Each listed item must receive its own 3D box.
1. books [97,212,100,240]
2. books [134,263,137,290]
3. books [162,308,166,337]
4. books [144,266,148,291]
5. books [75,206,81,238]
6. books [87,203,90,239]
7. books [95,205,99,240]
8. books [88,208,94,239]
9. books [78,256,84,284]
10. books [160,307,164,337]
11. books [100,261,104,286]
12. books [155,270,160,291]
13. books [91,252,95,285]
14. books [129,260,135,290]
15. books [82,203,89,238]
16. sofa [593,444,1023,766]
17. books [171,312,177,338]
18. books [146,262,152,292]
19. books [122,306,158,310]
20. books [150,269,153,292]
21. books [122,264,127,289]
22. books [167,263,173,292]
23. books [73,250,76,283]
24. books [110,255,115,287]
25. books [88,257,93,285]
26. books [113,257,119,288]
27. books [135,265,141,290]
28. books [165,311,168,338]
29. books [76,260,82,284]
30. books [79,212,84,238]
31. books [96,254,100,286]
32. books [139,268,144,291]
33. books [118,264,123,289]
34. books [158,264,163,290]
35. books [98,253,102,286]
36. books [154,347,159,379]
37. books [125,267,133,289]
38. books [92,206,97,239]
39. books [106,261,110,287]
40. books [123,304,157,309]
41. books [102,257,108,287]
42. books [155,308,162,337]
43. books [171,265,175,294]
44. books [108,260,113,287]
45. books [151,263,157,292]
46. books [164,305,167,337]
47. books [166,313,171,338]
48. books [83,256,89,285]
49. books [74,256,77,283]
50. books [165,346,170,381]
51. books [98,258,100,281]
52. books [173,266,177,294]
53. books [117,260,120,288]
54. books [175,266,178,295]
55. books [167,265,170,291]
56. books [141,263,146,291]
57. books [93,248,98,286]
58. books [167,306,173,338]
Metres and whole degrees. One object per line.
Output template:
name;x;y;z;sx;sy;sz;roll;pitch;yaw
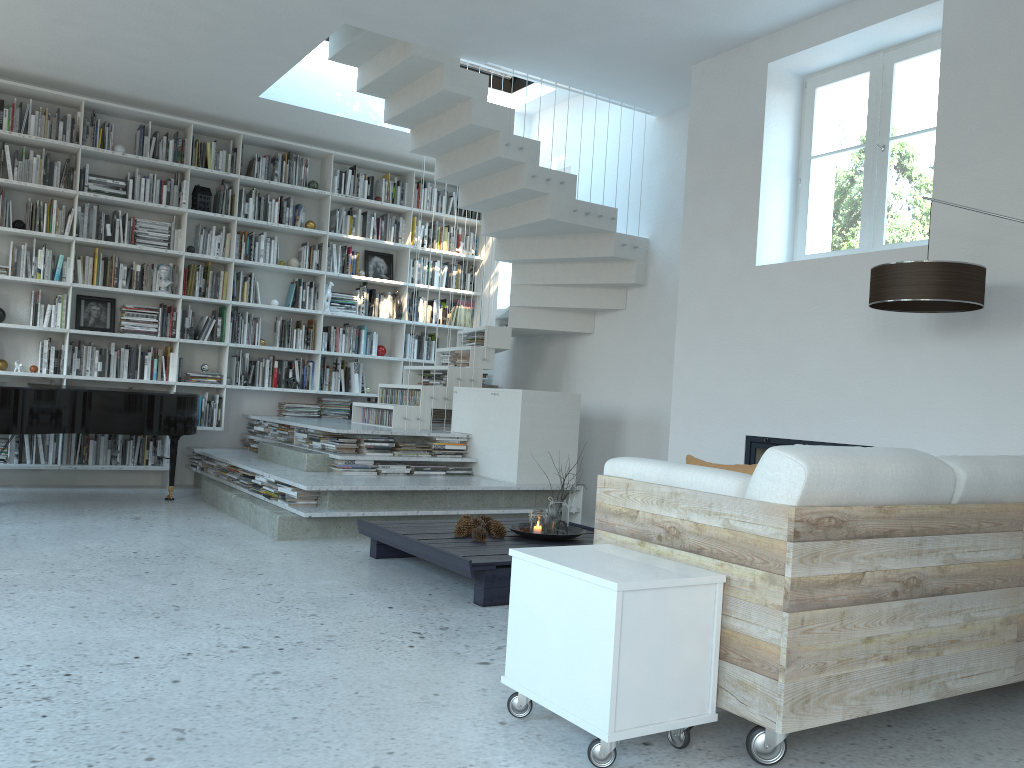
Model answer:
books;-3.431;-1.289;7.329;0.011;0.252;0.153;4;-1;-33
books;-3.197;-0.893;7.488;0.010;0.234;0.174;4;-1;-33
books;-3.010;-0.521;7.632;0.013;0.256;0.162;4;-1;-33
books;-3.134;-0.886;7.549;0.025;0.230;0.143;4;-1;-33
books;-3.554;-1.306;7.245;0.026;0.267;0.170;4;-1;-33
books;-3.501;-1.324;7.299;0.014;0.313;0.133;4;-1;-33
books;-3.437;-1.313;7.321;0.011;0.300;0.179;4;-1;-33
books;-3.472;-1.299;7.287;0.025;0.266;0.185;4;-1;-33
books;-3.536;-0.922;7.276;0.042;0.242;0.162;4;-1;-33
books;-3.023;-0.525;7.610;0.011;0.260;0.184;4;-1;-33
books;-3.417;-0.906;7.364;0.024;0.228;0.147;4;-1;-33
books;-3.045;-0.865;7.594;0.035;0.201;0.149;4;-1;-33
books;-3.474;-0.938;7.333;0.010;0.284;0.136;4;-1;-33
books;-3.209;-0.906;7.485;0.014;0.258;0.161;4;-1;-33
books;-3.508;-1.317;7.272;0.026;0.297;0.179;4;-1;-33
sofa;1.381;0.642;3.187;2.195;0.854;0.871;4;-1;-33
books;-2.933;-0.503;7.654;0.034;0.229;0.199;4;-1;-33
books;-3.102;-0.898;7.547;0.025;0.258;0.150;4;-1;-33
books;-3.161;-0.640;7.525;0.254;0.012;0.161;4;-1;-36
books;-3.093;-0.871;7.573;0.022;0.206;0.114;4;-1;-33
books;-3.269;-0.889;7.443;0.030;0.215;0.168;4;-1;-33
books;-2.962;-0.898;7.657;0.025;0.279;0.108;4;-1;-33
books;-3.594;-0.946;7.255;0.010;0.282;0.140;4;-1;-33
books;-3.338;-0.928;7.397;0.013;0.283;0.176;4;-1;-33
books;-3.486;-0.917;7.312;0.029;0.240;0.155;4;-1;-33
books;-3.313;-0.919;7.396;0.028;0.267;0.189;4;-1;-33
books;-3.176;-0.887;7.489;0.029;0.224;0.185;4;-1;-33
books;-2.994;-0.508;7.649;0.013;0.232;0.134;4;-1;-33
books;-3.546;-0.907;7.256;0.053;0.208;0.156;4;-1;-33
books;-3.542;-1.285;7.273;0.027;0.228;0.147;4;-1;-33
books;-3.429;-0.927;7.310;0.015;0.266;0.189;4;-1;-33
books;-3.153;-0.873;7.506;0.029;0.200;0.178;4;-1;-33
books;-3.292;-0.891;7.428;0.024;0.216;0.175;4;-1;-33
books;-3.027;-0.895;7.614;0.014;0.263;0.135;4;-1;-33
books;-3.418;-0.933;7.335;0.010;0.281;0.170;4;-1;-33
books;-3.066;-0.172;7.620;0.010;0.284;0.132;4;-1;-33
books;-3.243;-0.878;7.475;0.050;0.199;0.145;4;-1;-33
books;-3.458;-1.312;7.317;0.029;0.295;0.151;4;-1;-33
books;-3.371;-0.903;7.376;0.012;0.228;0.169;4;-1;-33
books;-3.159;-0.652;7.523;0.254;0.012;0.161;4;-1;-29
books;-3.398;-0.920;7.383;0.028;0.259;0.134;4;-1;-33
books;-3.035;-0.522;7.606;0.012;0.254;0.161;4;-1;-33
books;-2.938;-0.890;7.653;0.014;0.266;0.153;4;-1;-33
books;-3.359;-0.906;7.393;0.025;0.236;0.137;4;-1;-33
books;-3.069;-0.896;7.580;0.024;0.259;0.126;4;-1;-33
books;-2.999;-0.537;7.638;0.011;0.288;0.152;4;-1;-33
books;-2.980;-0.500;7.657;0.021;0.217;0.132;4;-1;-33
books;-3.512;-0.923;7.302;0.026;0.248;0.139;4;-1;-33
books;-3.586;-0.922;7.260;0.011;0.235;0.141;4;-1;-33
books;-2.984;-0.175;7.661;0.011;0.300;0.149;4;-1;-33
books;-3.437;-0.916;7.344;0.010;0.244;0.149;4;-1;-33
books;-2.933;-0.886;7.671;0.014;0.261;0.137;4;-1;-33
books;-3.312;-0.910;7.429;0.011;0.251;0.130;4;-1;-33
books;-2.921;-0.887;7.687;0.023;0.264;0.107;4;-1;-33
books;-2.978;-0.889;7.634;0.025;0.259;0.130;4;-1;-33
books;-3.129;-0.894;7.508;0.012;0.245;0.186;4;-1;-33
books;-3.440;-0.954;7.303;0.014;0.317;0.188;4;-1;-33
books;-2.955;-0.529;7.651;0.011;0.279;0.186;4;-1;-33
